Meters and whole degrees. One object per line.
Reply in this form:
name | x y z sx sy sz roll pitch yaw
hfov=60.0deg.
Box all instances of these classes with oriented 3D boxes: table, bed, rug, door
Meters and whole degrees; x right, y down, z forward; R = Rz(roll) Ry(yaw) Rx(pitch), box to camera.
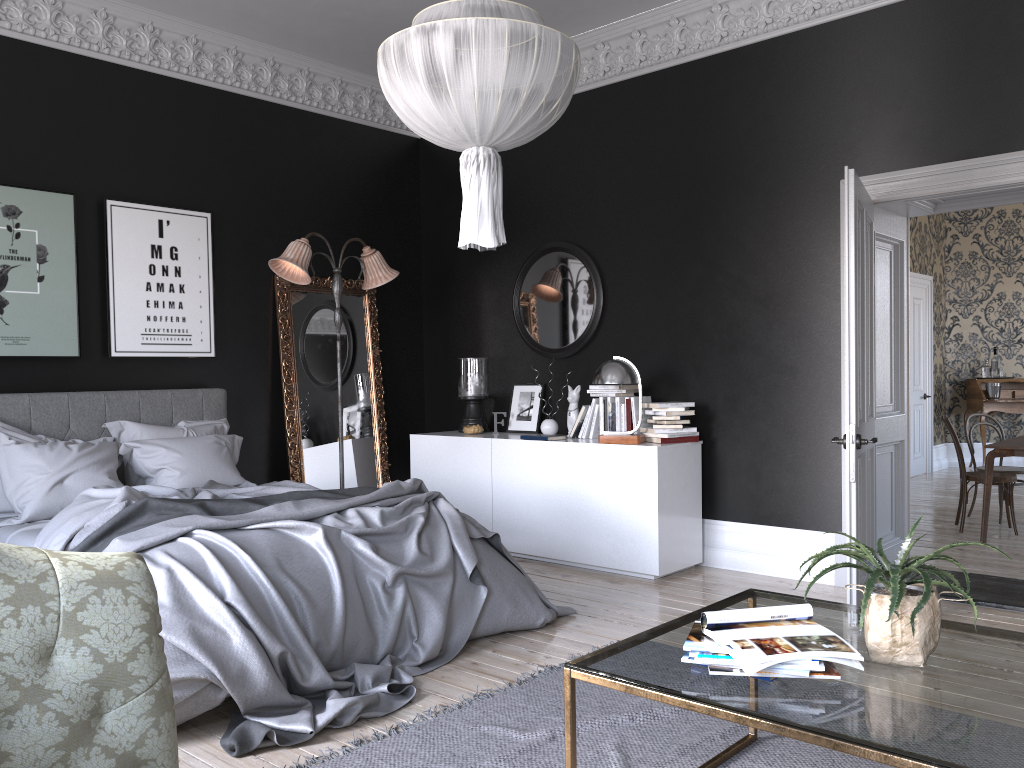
table | 1.050 1.034 2.372 1.449 0.558 1.092 0 1 42
bed | -1.659 0.690 4.813 3.283 1.299 2.764 -1 1 31
rug | 1.121 1.298 2.524 3.644 0.050 2.105 0 1 43
door | 4.967 -0.104 10.966 0.136 2.544 1.394 1 2 42
table | 4.503 0.829 7.179 0.850 0.755 1.794 0 1 42
door | 1.971 0.084 4.950 0.216 2.375 1.097 0 2 30

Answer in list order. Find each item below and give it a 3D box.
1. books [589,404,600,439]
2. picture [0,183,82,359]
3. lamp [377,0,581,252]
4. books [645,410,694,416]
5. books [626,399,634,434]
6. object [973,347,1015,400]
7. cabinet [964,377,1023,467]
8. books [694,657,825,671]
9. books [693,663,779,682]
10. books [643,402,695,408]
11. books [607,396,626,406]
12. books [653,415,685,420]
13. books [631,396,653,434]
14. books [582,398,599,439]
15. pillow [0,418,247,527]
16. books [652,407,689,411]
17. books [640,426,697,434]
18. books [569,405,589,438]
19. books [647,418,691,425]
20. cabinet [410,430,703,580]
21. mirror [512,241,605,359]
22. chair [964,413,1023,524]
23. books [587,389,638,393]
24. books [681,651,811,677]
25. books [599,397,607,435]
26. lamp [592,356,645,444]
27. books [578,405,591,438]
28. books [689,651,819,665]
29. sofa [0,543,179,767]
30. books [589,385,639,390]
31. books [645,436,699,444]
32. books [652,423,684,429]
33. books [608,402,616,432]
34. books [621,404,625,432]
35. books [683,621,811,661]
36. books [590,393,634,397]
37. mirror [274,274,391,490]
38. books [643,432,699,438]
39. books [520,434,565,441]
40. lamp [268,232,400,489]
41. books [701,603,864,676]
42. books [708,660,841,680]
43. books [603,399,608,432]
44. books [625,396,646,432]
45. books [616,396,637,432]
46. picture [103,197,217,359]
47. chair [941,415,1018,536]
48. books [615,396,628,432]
books | 0.656 0.270 6.503 0.091 0.256 0.195 1 2 42
picture | -3.106 -0.699 5.516 0.014 1.079 0.791 1 2 42
lamp | -0.135 -1.544 3.433 0.782 2.050 0.783 -1 2 -4
books | 1.086 0.196 6.104 0.220 0.030 0.306 -1 1 -18
books | 0.893 0.249 6.289 0.038 0.295 0.235 1 2 42
object | 6.333 -0.146 11.558 0.441 0.682 0.631 -1 1 11
cabinet | 6.454 0.513 11.399 0.913 1.200 0.904 -1 1 7
books | 0.653 0.710 2.365 0.318 0.011 0.252 -1 1 14
books | 0.626 0.748 2.394 0.231 0.023 0.162 0 1 43
books | 1.064 0.143 6.095 0.306 0.030 0.220 -1 1 -28
books | 0.764 0.245 6.402 0.024 0.307 0.220 1 2 42
books | 1.079 0.226 6.104 0.193 0.030 0.289 -1 1 16
books | 0.923 0.243 6.258 0.050 0.308 0.220 1 2 42
books | 0.630 0.250 6.523 0.126 0.296 0.220 0 2 42
pillow | -2.447 0.509 5.597 0.680 0.760 1.829 0 1 42
books | 1.097 0.169 6.120 0.220 0.024 0.307 -1 1 17
books | 1.074 0.315 6.103 0.318 0.031 0.229 -1 1 -18
books | 0.545 0.276 6.563 0.158 0.246 0.203 0 2 42
books | 1.077 0.256 6.120 0.193 0.030 0.289 -1 1 -17
cabinet | 0.245 0.844 6.727 2.396 0.883 0.570 0 2 42
mirror | 0.346 -0.662 7.023 0.924 0.925 0.061 0 2 42
chair | 4.295 0.729 7.813 0.439 0.923 0.550 -1 2 -10
books | 0.730 0.051 6.424 0.307 0.024 0.220 -1 1 32
books | 0.640 0.720 2.374 0.318 0.011 0.252 -1 1 24
books | 0.717 0.245 6.482 0.030 0.307 0.221 1 2 42
lamp | 0.718 0.107 6.036 0.340 0.591 0.328 0 2 22
books | 0.596 0.277 6.558 0.132 0.245 0.195 0 2 42
books | 0.644 0.699 2.381 0.318 0.011 0.252 -1 1 14
sofa | -0.513 0.809 0.821 2.813 1.161 1.605 0 1 43
books | 0.747 0.023 6.444 0.220 0.030 0.306 -1 1 -38
books | 1.088 0.376 6.070 0.295 0.038 0.234 -1 1 -21
books | 1.077 0.286 6.112 0.203 0.029 0.268 -1 1 12
books | 0.758 0.265 6.356 0.029 0.270 0.204 1 2 42
books | 0.845 0.268 6.332 0.026 0.259 0.195 1 2 42
books | 0.639 0.688 2.388 0.318 0.011 0.252 -1 1 19
books | 0.727 0.076 6.430 0.195 0.026 0.258 -1 1 -38
mirror | -1.426 0.212 7.260 0.254 2.193 0.991 1 2 42
books | 1.089 0.344 6.080 0.319 0.025 0.228 -1 1 -38
books | 0.228 0.390 6.488 0.193 0.030 0.289 -2 1 -42
lamp | -1.284 0.101 6.623 0.986 2.412 0.772 -1 2 -15
books | 0.704 0.675 2.340 0.322 0.109 0.273 -1 1 -13
books | 0.679 0.731 2.353 0.318 0.011 0.252 -1 1 9
books | 0.729 0.254 6.403 0.030 0.290 0.193 1 2 42
books | 0.884 0.243 6.331 0.030 0.307 0.221 1 2 42
books | 0.823 0.244 6.349 0.024 0.307 0.220 1 2 42
picture | -2.455 -0.718 6.235 0.014 1.079 0.791 1 2 42
chair | 3.848 0.731 7.302 0.540 0.949 0.420 0 2 22
books | 0.822 0.244 6.387 0.030 0.307 0.221 1 2 42
